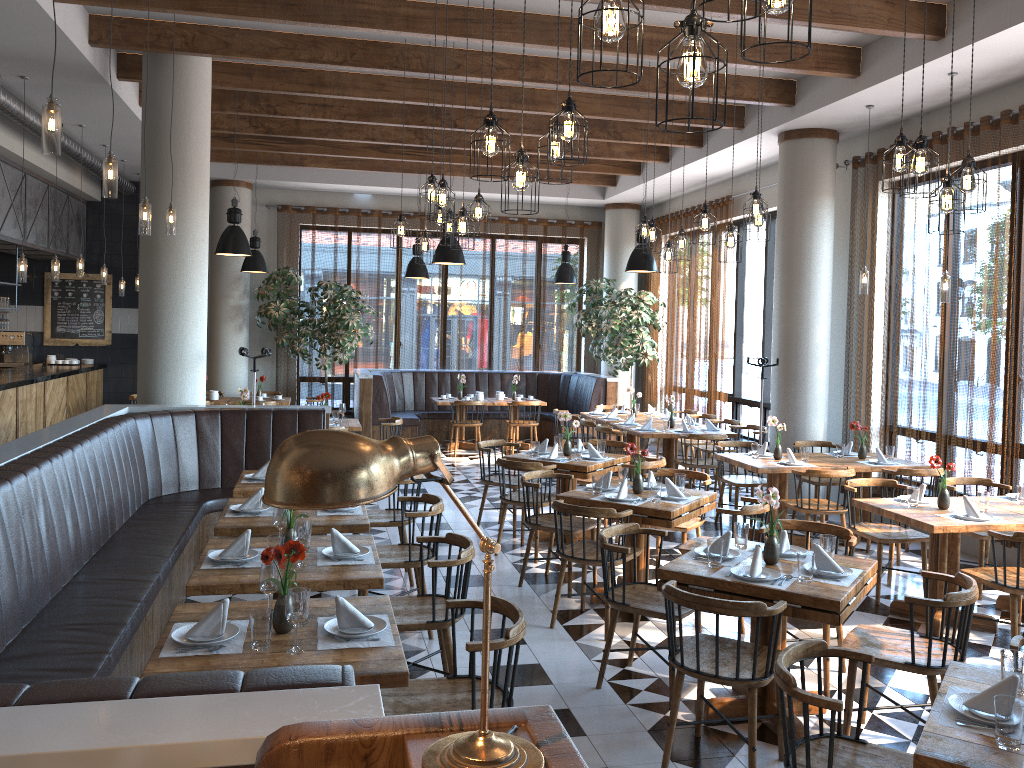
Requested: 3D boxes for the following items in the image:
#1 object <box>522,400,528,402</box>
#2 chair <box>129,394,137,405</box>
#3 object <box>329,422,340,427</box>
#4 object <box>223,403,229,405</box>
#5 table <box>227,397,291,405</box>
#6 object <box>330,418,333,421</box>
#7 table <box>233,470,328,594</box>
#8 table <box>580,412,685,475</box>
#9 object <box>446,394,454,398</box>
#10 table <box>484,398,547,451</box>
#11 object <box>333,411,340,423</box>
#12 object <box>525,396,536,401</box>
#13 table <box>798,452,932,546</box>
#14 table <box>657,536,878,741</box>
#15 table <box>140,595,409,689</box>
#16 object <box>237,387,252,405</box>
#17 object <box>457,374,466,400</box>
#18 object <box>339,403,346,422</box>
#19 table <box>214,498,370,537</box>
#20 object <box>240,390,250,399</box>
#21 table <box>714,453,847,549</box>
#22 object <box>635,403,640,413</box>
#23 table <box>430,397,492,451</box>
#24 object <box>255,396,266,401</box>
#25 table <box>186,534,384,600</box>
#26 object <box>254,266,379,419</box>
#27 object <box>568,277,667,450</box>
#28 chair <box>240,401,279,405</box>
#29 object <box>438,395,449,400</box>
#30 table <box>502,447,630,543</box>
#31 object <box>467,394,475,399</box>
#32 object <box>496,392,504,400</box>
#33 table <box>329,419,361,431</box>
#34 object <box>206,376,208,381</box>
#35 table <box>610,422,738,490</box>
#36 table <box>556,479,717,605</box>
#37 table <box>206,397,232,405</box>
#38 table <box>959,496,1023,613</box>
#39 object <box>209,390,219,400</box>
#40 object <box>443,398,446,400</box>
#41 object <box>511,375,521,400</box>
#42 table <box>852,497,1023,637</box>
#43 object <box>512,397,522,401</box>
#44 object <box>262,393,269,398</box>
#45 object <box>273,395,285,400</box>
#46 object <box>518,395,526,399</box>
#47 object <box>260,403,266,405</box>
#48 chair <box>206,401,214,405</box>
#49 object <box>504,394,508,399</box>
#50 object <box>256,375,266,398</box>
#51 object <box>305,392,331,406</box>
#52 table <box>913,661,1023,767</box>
[{"bbox_3d":[0.220,0.263,13.650,0.155,0.023,0.034,2,3,13],"label":"object"},{"bbox_3d":[-5.127,0.566,12.548,0.549,0.816,0.520,1,2,-13],"label":"chair"},{"bbox_3d":[-2.100,0.390,9.879,0.352,0.137,0.272,1,3,-12],"label":"object"},{"bbox_3d":[-3.186,0.325,9.850,0.081,0.215,0.081,1,2,-21],"label":"object"},{"bbox_3d":[-3.669,0.608,12.880,0.850,0.763,0.852,1,3,-12],"label":"table"},{"bbox_3d":[-2.205,0.355,10.393,0.352,0.137,0.272,1,3,-12],"label":"object"},{"bbox_3d":[-1.564,1.073,6.470,0.850,0.763,0.852,1,3,-12],"label":"table"},{"bbox_3d":[1.606,0.815,11.759,1.215,0.763,1.216,1,3,-9],"label":"table"},{"bbox_3d":[-1.001,0.190,13.981,0.176,0.067,0.176,4,4,32],"label":"object"},{"bbox_3d":[0.022,0.635,13.938,0.850,0.763,0.852,1,3,-12],"label":"table"},{"bbox_3d":[-2.007,0.381,10.101,0.080,0.132,0.080,2,2,17],"label":"object"},{"bbox_3d":[0.294,0.223,13.981,0.175,0.067,0.176,0,4,-22],"label":"object"},{"bbox_3d":[3.249,1.081,8.261,0.850,0.763,0.852,1,3,-12],"label":"table"},{"bbox_3d":[1.277,1.278,4.414,0.865,0.763,0.865,3,3,32],"label":"table"},{"bbox_3d":[-0.854,1.298,3.251,0.850,0.763,0.852,1,3,-12],"label":"table"},{"bbox_3d":[-3.014,0.231,9.944,0.207,0.400,0.146,3,2,36],"label":"object"},{"bbox_3d":[-0.781,0.042,13.778,0.207,0.400,0.146,3,2,45],"label":"object"},{"bbox_3d":[-1.959,0.332,10.233,0.081,0.215,0.081,3,2,41],"label":"object"},{"bbox_3d":[-1.327,1.148,5.393,0.850,0.763,0.852,1,3,-12],"label":"table"},{"bbox_3d":[-3.883,0.156,12.892,0.130,0.128,0.130,3,3,32],"label":"object"},{"bbox_3d":[2.414,1.072,8.076,0.850,0.763,0.852,1,3,-12],"label":"table"},{"bbox_3d":[1.727,0.339,12.245,0.080,0.132,0.080,0,2,-27],"label":"object"},{"bbox_3d":[-0.811,0.625,13.753,0.850,0.763,0.852,1,3,-12],"label":"table"},{"bbox_3d":[-3.597,0.211,12.626,0.176,0.067,0.176,2,3,3],"label":"object"},{"bbox_3d":[-1.092,1.223,4.329,0.850,0.763,0.852,1,3,-12],"label":"table"},{"bbox_3d":[-3.098,-0.450,13.866,1.753,2.778,1.482,0,2,-32],"label":"object"},{"bbox_3d":[1.583,-0.359,14.304,1.755,2.778,1.481,3,2,36],"label":"object"},{"bbox_3d":[-3.492,0.627,12.237,0.519,0.816,0.550,1,2,-13],"label":"chair"},{"bbox_3d":[-1.060,0.206,13.694,0.175,0.067,0.176,0,4,-21],"label":"object"},{"bbox_3d":[0.489,1.028,7.986,0.865,0.763,0.865,3,3,32],"label":"table"},{"bbox_3d":[-0.648,0.196,14.027,0.175,0.067,0.176,1,3,-2],"label":"object"},{"bbox_3d":[-0.192,0.186,13.889,0.130,0.128,0.130,3,3,32],"label":"object"},{"bbox_3d":[-2.184,0.822,10.143,0.850,0.763,0.852,1,3,-12],"label":"table"},{"bbox_3d":[-4.450,0.041,12.693,0.171,0.355,0.156,1,2,-27],"label":"object"},{"bbox_3d":[1.878,0.901,10.528,1.215,0.763,1.216,1,3,-9],"label":"table"},{"bbox_3d":[0.876,1.151,6.229,0.865,0.763,0.865,3,3,32],"label":"table"},{"bbox_3d":[-4.502,0.599,12.695,0.850,0.763,0.852,1,3,-12],"label":"table"},{"bbox_3d":[3.724,1.231,6.112,0.850,0.763,0.852,1,3,-12],"label":"table"},{"bbox_3d":[-4.263,0.161,12.666,0.130,0.128,0.130,3,3,32],"label":"object"},{"bbox_3d":[-1.037,0.235,13.598,0.053,0.025,0.049,0,3,-24],"label":"object"},{"bbox_3d":[0.066,0.055,13.923,0.146,0.400,0.207,1,2,-7],"label":"object"},{"bbox_3d":[2.888,1.222,5.927,0.850,0.763,0.852,1,3,-12],"label":"table"},{"bbox_3d":[0.090,0.238,13.680,0.175,0.067,0.176,0,4,-30],"label":"object"},{"bbox_3d":[-3.686,0.175,13.147,0.176,0.067,0.176,4,4,32],"label":"object"},{"bbox_3d":[-3.388,0.200,12.888,0.175,0.067,0.176,0,4,-27],"label":"object"},{"bbox_3d":[0.140,0.205,14.201,0.175,0.067,0.176,2,3,1],"label":"object"},{"bbox_3d":[-2.827,0.322,10.041,0.081,0.215,0.081,3,2,41],"label":"object"},{"bbox_3d":[-4.330,0.618,12.051,0.519,0.816,0.550,1,2,-13],"label":"chair"},{"bbox_3d":[-0.150,0.198,14.189,0.176,0.067,0.176,4,4,32],"label":"object"},{"bbox_3d":[-3.644,0.052,12.837,0.171,0.355,0.156,3,2,36],"label":"object"},{"bbox_3d":[-2.214,0.264,10.096,0.295,0.355,0.166,1,2,-7],"label":"object"},{"bbox_3d":[1.682,1.406,2.579,0.865,0.763,0.865,3,3,32],"label":"table"}]
